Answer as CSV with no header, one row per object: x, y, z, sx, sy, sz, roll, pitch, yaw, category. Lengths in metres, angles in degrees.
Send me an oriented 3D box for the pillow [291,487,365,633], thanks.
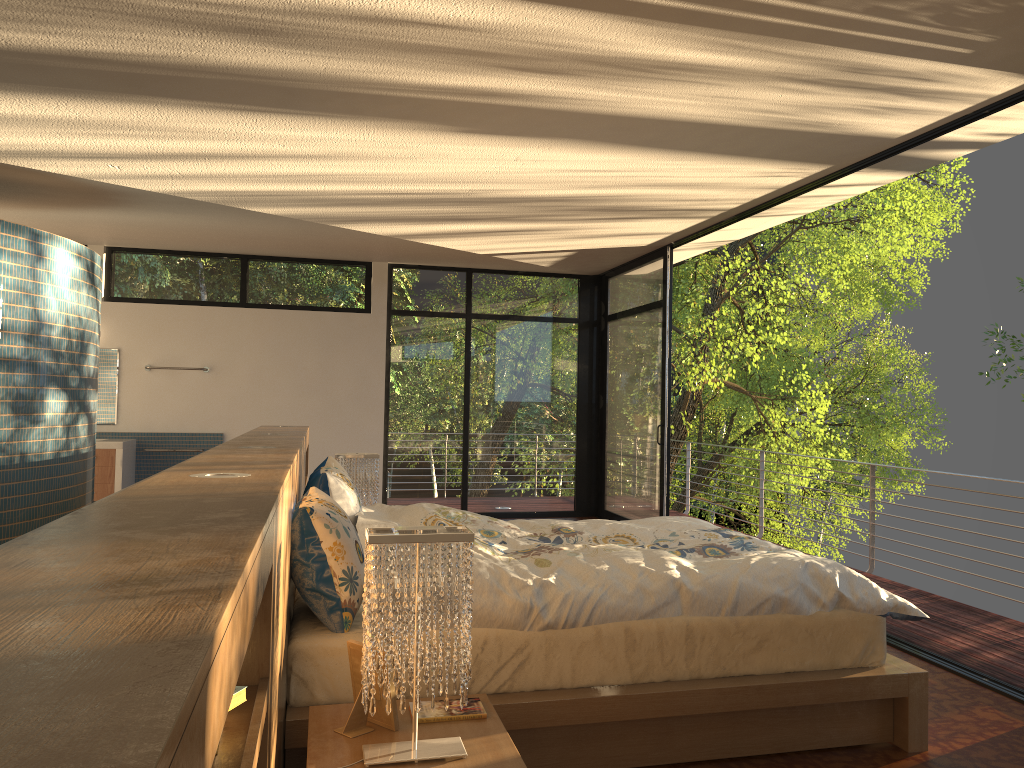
-0.621,0.572,2.937,0.272,0.405,0.592,2,-1,-11,pillow

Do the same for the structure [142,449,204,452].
-3.020,0.589,7.900,0.513,0.022,0.195,1,-1,-15,structure

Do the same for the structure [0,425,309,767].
-0.944,0.726,3.179,0.313,0.974,5.697,2,-1,-12,structure

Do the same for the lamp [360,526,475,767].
-0.222,0.597,2.057,0.251,0.523,0.122,2,-2,-15,lamp

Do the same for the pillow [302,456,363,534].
-0.767,0.546,3.779,0.256,0.439,0.611,2,-1,-9,pillow

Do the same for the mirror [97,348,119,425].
-4.447,0.002,7.569,1.994,0.678,0.098,1,-2,-16,mirror

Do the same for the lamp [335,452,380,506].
-0.876,0.752,4.985,0.265,0.730,0.160,2,-2,-15,lamp

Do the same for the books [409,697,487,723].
-0.171,0.859,2.327,0.192,0.012,0.131,1,-1,-14,books

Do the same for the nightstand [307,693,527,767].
-0.230,1.032,2.041,0.485,0.347,0.762,1,-1,-13,nightstand

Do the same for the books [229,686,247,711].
-0.517,0.498,1.352,0.132,0.022,0.191,1,-1,13,books

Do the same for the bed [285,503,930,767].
0.233,0.889,3.634,2.190,0.712,1.797,1,-1,-14,bed

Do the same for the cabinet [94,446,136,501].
-4.396,0.867,7.248,2.318,0.711,0.540,1,-2,-15,cabinet

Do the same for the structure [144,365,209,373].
-3.005,-0.137,7.926,0.548,0.056,0.195,1,-1,-15,structure

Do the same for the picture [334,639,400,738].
-0.374,0.757,2.206,0.152,0.202,0.119,0,-2,41,picture

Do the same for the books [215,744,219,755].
-0.515,0.525,1.354,0.131,0.030,0.178,1,-1,-16,books

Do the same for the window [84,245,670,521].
-1.304,-0.047,3.385,6.961,2.515,10.134,1,-1,-14,window

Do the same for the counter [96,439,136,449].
-4.389,0.510,7.260,2.319,0.111,0.540,1,-1,-15,counter
